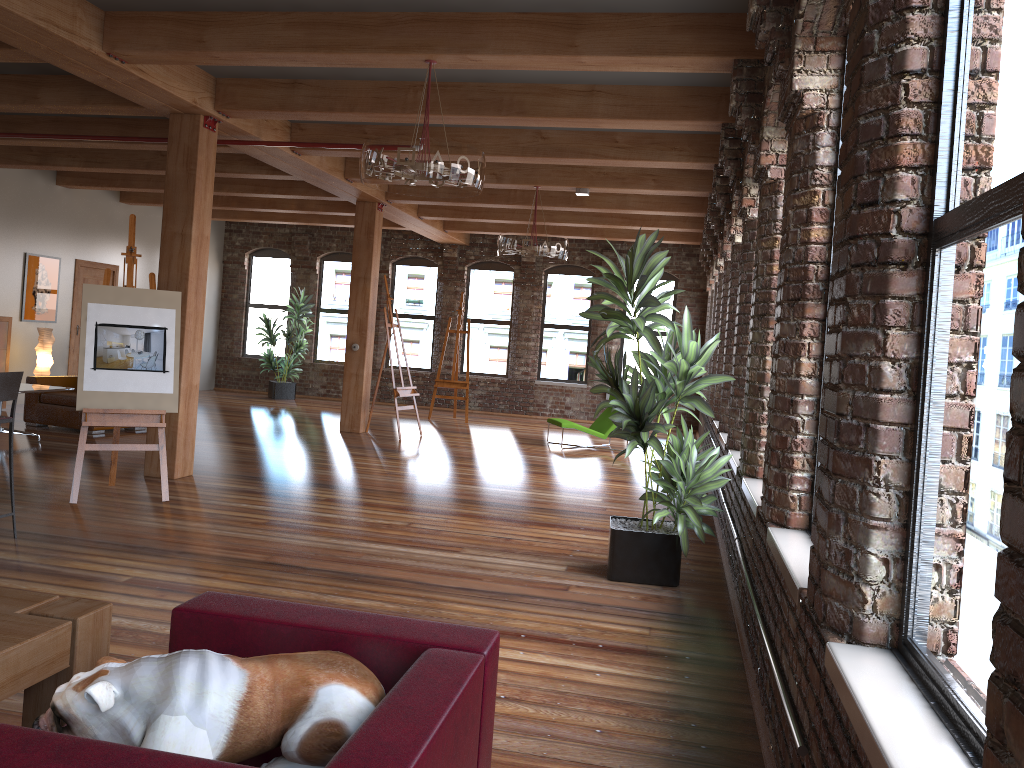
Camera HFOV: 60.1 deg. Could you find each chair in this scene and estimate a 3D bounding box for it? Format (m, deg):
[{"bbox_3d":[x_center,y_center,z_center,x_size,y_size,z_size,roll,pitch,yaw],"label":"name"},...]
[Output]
[{"bbox_3d":[-3.148,0.405,5.048,0.467,0.981,0.430,4,1,11],"label":"chair"},{"bbox_3d":[-0.572,0.935,1.925,0.866,0.592,1.071,5,2,11],"label":"chair"},{"bbox_3d":[-4.944,0.144,10.341,1.065,0.735,0.830,5,2,21],"label":"chair"},{"bbox_3d":[1.036,0.468,12.085,0.955,0.796,0.681,4,1,-14],"label":"chair"}]

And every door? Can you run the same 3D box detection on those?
[{"bbox_3d":[-6.551,-0.830,13.721,0.226,2.120,1.030,4,1,11],"label":"door"}]

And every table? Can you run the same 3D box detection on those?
[{"bbox_3d":[-2.082,0.835,2.216,1.751,0.550,0.900,5,2,11],"label":"table"},{"bbox_3d":[-5.153,0.314,8.276,0.940,0.560,1.871,5,3,11],"label":"table"}]

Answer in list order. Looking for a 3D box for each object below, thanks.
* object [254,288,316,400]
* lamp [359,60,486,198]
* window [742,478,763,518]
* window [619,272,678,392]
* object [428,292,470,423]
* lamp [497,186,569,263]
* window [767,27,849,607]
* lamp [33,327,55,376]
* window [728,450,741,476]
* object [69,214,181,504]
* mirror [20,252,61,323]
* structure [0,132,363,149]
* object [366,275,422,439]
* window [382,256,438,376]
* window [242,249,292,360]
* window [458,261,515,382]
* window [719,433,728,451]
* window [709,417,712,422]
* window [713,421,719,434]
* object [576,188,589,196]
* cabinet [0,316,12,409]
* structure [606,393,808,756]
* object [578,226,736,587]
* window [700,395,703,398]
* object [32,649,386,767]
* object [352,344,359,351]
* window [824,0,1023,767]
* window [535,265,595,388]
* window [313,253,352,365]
[{"bbox_3d":[-4.241,-0.783,16.503,1.079,2.103,0.967,4,1,-11],"label":"object"},{"bbox_3d":[-0.551,-1.671,5.695,0.808,0.815,0.811,3,2,-37],"label":"lamp"},{"bbox_3d":[1.420,-0.486,4.569,0.235,2.215,0.968,4,1,11],"label":"window"},{"bbox_3d":[2.449,-0.955,15.980,0.969,2.218,0.218,4,0,11],"label":"window"},{"bbox_3d":[-0.927,-0.472,14.642,0.662,2.140,0.685,4,0,6],"label":"object"},{"bbox_3d":[0.256,-1.816,9.968,0.808,0.815,0.811,3,2,-43],"label":"lamp"},{"bbox_3d":[1.148,-0.437,3.129,0.235,2.215,0.968,4,1,11],"label":"window"},{"bbox_3d":[-6.243,-0.208,11.824,0.270,1.114,0.261,4,0,-35],"label":"lamp"},{"bbox_3d":[1.692,-0.535,6.011,0.235,2.215,0.968,4,1,11],"label":"window"},{"bbox_3d":[-2.896,-0.236,6.698,0.701,2.140,0.686,4,0,-29],"label":"object"},{"bbox_3d":[-6.654,-1.345,12.524,0.025,0.952,0.694,4,1,11],"label":"mirror"},{"bbox_3d":[-4.120,-2.419,8.580,6.812,0.112,0.051,5,1,11],"label":"structure"},{"bbox_3d":[-1.573,-0.386,11.860,0.685,2.140,0.661,4,0,21],"label":"object"},{"bbox_3d":[-1.887,-1.307,16.802,0.969,2.227,0.221,4,0,11],"label":"window"},{"bbox_3d":[-4.775,-1.577,17.419,0.969,2.169,0.086,4,0,11],"label":"window"},{"bbox_3d":[-0.450,-1.189,16.529,0.969,2.227,0.221,4,0,11],"label":"window"},{"bbox_3d":[1.963,-0.584,7.454,0.232,2.215,0.968,4,1,11],"label":"window"},{"bbox_3d":[2.507,-0.682,10.338,0.230,2.215,0.968,4,1,11],"label":"window"},{"bbox_3d":[2.238,-0.633,8.895,0.236,2.215,0.968,4,1,11],"label":"window"},{"bbox_3d":[0.790,-2.154,9.909,0.145,0.072,0.147,5,2,11],"label":"object"},{"bbox_3d":[-6.821,-0.261,10.947,0.419,1.209,1.186,4,1,11],"label":"cabinet"},{"bbox_3d":[2.038,0.646,9.117,1.633,0.313,13.716,4,3,4],"label":"structure"},{"bbox_3d":[0.918,0.126,5.408,0.968,2.103,1.079,4,1,24],"label":"object"},{"bbox_3d":[3.329,-0.831,14.686,0.232,2.215,0.968,4,1,11],"label":"window"},{"bbox_3d":[-0.667,0.746,2.010,0.754,0.297,0.365,3,2,-18],"label":"object"},{"bbox_3d":[-2.085,-0.488,11.764,0.095,0.095,0.061,4,1,11],"label":"object"},{"bbox_3d":[0.876,-0.388,1.688,0.235,2.215,0.968,4,1,11],"label":"window"},{"bbox_3d":[0.992,-1.075,16.257,0.969,2.218,0.218,4,0,11],"label":"window"},{"bbox_3d":[-3.312,-1.457,17.141,0.969,2.169,0.086,4,0,11],"label":"window"}]
